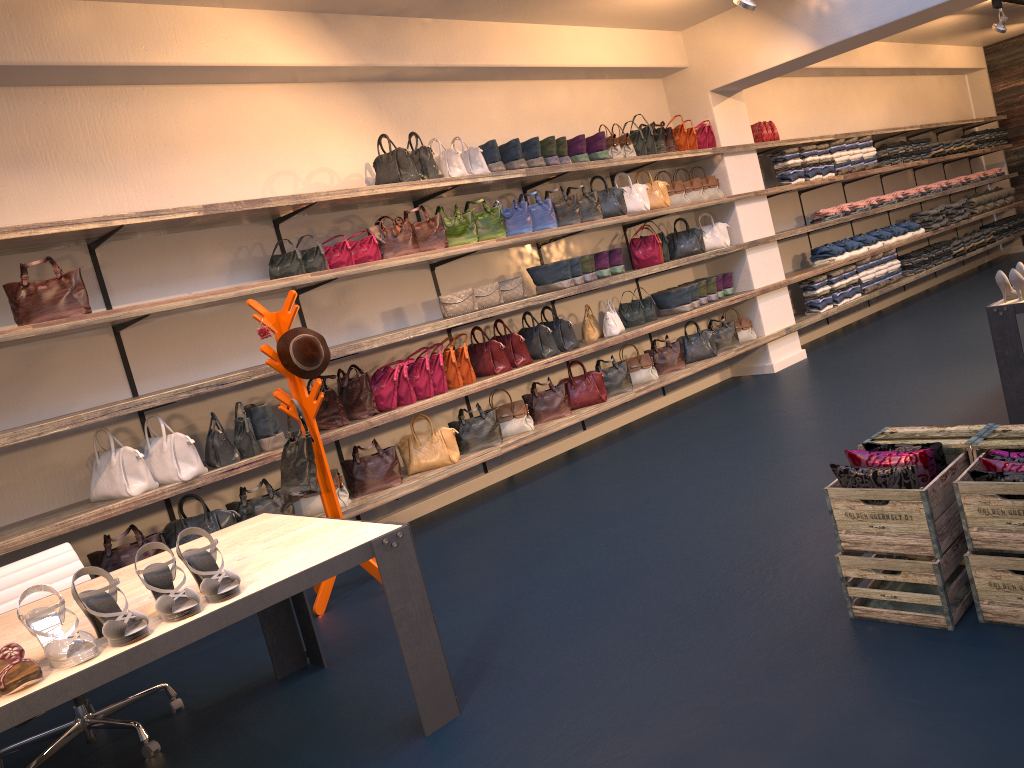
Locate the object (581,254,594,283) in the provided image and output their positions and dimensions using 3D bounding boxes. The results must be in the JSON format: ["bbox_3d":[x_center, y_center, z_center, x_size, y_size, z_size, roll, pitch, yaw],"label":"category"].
[{"bbox_3d":[0.501,-0.932,7.269,0.393,0.235,0.189,-11,6,21],"label":"object"}]

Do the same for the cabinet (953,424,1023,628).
[{"bbox_3d":[1.880,0.481,3.041,0.608,0.547,0.429,-19,8,-42],"label":"cabinet"}]

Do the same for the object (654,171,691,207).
[{"bbox_3d":[1.470,-1.842,8.232,0.389,0.366,0.176,-14,5,-4],"label":"object"}]

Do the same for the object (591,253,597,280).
[{"bbox_3d":[0.550,-0.967,7.460,0.389,0.235,0.191,-10,7,26],"label":"object"}]

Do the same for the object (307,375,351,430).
[{"bbox_3d":[-1.176,0.108,5.511,0.236,0.338,0.344,-18,7,-34],"label":"object"}]

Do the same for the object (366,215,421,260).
[{"bbox_3d":[-0.810,-1.010,5.978,0.173,0.304,0.406,-9,7,37],"label":"object"}]

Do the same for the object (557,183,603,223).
[{"bbox_3d":[0.577,-1.504,7.267,0.381,0.338,0.214,-14,6,-4],"label":"object"}]

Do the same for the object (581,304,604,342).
[{"bbox_3d":[0.663,-0.528,7.406,0.147,0.308,0.356,-12,6,19],"label":"object"}]

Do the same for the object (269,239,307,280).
[{"bbox_3d":[-1.466,-0.790,5.581,0.272,0.275,0.146,-10,7,29],"label":"object"}]

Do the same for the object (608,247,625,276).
[{"bbox_3d":[0.829,-1.068,7.764,0.387,0.235,0.191,-10,7,29],"label":"object"}]

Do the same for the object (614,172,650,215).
[{"bbox_3d":[1.019,-1.691,7.718,0.437,0.385,0.188,-14,5,-8],"label":"object"}]

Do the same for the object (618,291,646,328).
[{"bbox_3d":[1.056,-0.665,7.722,0.236,0.328,0.109,-14,5,1],"label":"object"}]

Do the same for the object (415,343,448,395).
[{"bbox_3d":[-0.568,-0.088,6.007,0.281,0.341,0.238,-15,6,-11],"label":"object"}]

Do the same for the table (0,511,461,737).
[{"bbox_3d":[-1.620,1.239,2.677,2.772,0.739,1.128,-19,8,-42],"label":"table"}]

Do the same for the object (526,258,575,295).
[{"bbox_3d":[0.315,-0.852,6.938,0.387,0.231,0.191,-10,7,28],"label":"object"}]

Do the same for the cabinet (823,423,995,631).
[{"bbox_3d":[1.996,0.528,2.428,0.801,0.547,2.602,-16,7,-25],"label":"cabinet"}]

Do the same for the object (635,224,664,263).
[{"bbox_3d":[1.241,-1.278,8.027,0.269,0.384,0.213,-16,6,-20],"label":"object"}]

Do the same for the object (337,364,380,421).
[{"bbox_3d":[-1.021,0.049,5.639,0.177,0.355,0.313,-19,8,-42],"label":"object"}]

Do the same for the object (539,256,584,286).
[{"bbox_3d":[0.404,-0.892,7.096,0.396,0.231,0.188,-11,6,19],"label":"object"}]

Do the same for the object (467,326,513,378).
[{"bbox_3d":[-0.198,-0.250,6.471,0.389,0.385,0.210,-9,8,39],"label":"object"}]

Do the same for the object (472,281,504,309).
[{"bbox_3d":[-0.201,-0.662,6.517,0.289,0.175,0.096,-16,6,-26],"label":"object"}]

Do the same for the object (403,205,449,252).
[{"bbox_3d":[-0.650,-1.081,6.119,0.366,0.338,0.223,-12,6,10],"label":"object"}]

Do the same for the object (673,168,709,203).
[{"bbox_3d":[1.684,-1.916,8.437,0.389,0.366,0.176,-14,5,-4],"label":"object"}]

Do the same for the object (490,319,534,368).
[{"bbox_3d":[-0.035,-0.315,6.632,0.388,0.385,0.210,-7,8,46],"label":"object"}]

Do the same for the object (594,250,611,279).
[{"bbox_3d":[0.683,-1.014,7.600,0.393,0.235,0.189,-11,6,21],"label":"object"}]

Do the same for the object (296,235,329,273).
[{"bbox_3d":[-1.332,-0.828,5.644,0.272,0.275,0.146,-10,7,29],"label":"object"}]

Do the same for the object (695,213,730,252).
[{"bbox_3d":[1.965,-1.520,8.655,0.428,0.385,0.192,-14,5,-2],"label":"object"}]

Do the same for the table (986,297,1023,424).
[{"bbox_3d":[4.185,-0.462,5.592,2.772,0.739,1.128,-19,8,-42],"label":"table"}]

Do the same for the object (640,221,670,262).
[{"bbox_3d":[1.321,-1.326,8.162,0.281,0.409,0.142,-12,6,15],"label":"object"}]

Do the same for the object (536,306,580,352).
[{"bbox_3d":[0.344,-0.449,7.011,0.389,0.385,0.210,-8,8,40],"label":"object"}]

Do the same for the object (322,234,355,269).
[{"bbox_3d":[-1.185,-0.855,5.723,0.259,0.243,0.208,-15,6,-15],"label":"object"}]

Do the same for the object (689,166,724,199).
[{"bbox_3d":[1.878,-1.984,8.624,0.389,0.366,0.176,-14,5,-4],"label":"object"}]

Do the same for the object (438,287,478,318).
[{"bbox_3d":[-0.387,-0.587,6.250,0.282,0.175,0.099,-15,6,-15],"label":"object"}]

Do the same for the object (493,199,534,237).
[{"bbox_3d":[-0.016,-1.286,6.741,0.392,0.304,0.180,-15,6,-15],"label":"object"}]

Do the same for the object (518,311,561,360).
[{"bbox_3d":[0.185,-0.391,6.832,0.210,0.385,0.388,-19,8,-41],"label":"object"}]

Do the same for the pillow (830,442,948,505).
[{"bbox_3d":[1.469,0.383,3.279,0.476,0.348,0.326,-19,8,-42],"label":"pillow"}]

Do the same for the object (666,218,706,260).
[{"bbox_3d":[1.683,-1.432,8.473,0.441,0.385,0.186,-15,6,-11],"label":"object"}]

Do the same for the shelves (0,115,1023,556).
[{"bbox_3d":[4.399,-1.409,5.919,18.383,2.224,7.893,-19,9,-42],"label":"shelves"}]

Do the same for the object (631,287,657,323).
[{"bbox_3d":[1.180,-0.709,7.845,0.236,0.328,0.109,-14,5,1],"label":"object"}]

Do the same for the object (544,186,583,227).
[{"bbox_3d":[0.383,-1.437,7.087,0.364,0.338,0.224,-12,6,12],"label":"object"}]

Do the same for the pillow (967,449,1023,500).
[{"bbox_3d":[1.845,0.360,3.037,0.500,0.318,0.282,-19,8,-42],"label":"pillow"}]

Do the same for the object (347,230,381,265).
[{"bbox_3d":[-1.022,-0.902,5.799,0.261,0.243,0.207,-15,6,-17],"label":"object"}]

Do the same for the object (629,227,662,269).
[{"bbox_3d":[1.199,-1.239,7.881,0.261,0.361,0.207,-15,6,-17],"label":"object"}]

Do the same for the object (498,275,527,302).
[{"bbox_3d":[-0.020,-0.736,6.780,0.288,0.175,0.097,-16,6,-24],"label":"object"}]

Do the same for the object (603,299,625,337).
[{"bbox_3d":[0.849,-0.575,7.436,0.147,0.308,0.356,-12,6,19],"label":"object"}]

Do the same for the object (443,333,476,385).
[{"bbox_3d":[-0.401,-0.163,6.231,0.241,0.361,0.224,-13,6,9],"label":"object"}]
